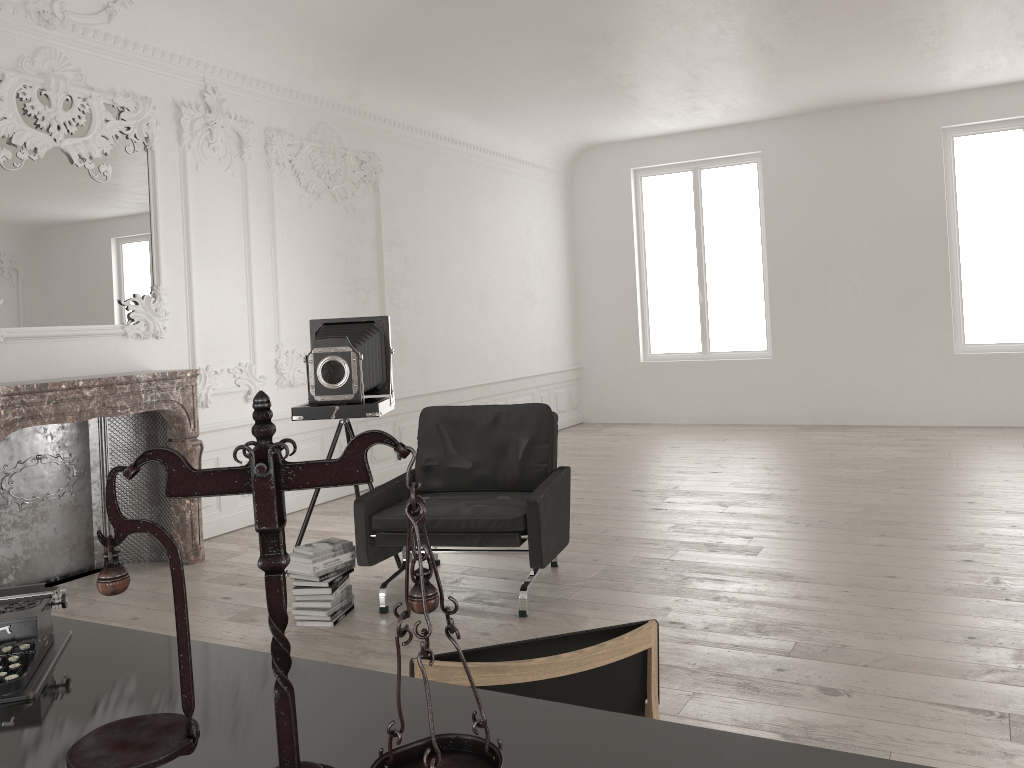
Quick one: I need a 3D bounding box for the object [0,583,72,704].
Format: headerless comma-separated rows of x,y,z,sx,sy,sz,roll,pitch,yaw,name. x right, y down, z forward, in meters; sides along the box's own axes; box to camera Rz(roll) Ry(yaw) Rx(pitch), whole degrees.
-0.975,0.442,1.481,0.384,0.110,0.317,-4,4,-17,object

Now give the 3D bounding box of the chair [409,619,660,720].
-0.011,0.905,2.137,0.631,0.770,0.781,-3,2,-17,chair

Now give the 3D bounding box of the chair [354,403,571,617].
-0.216,0.629,4.876,0.973,0.963,1.089,-3,2,13,chair

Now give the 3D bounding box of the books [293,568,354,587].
-0.952,0.972,4.476,0.198,0.025,0.278,-2,4,16,books

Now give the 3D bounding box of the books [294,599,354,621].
-0.949,1.140,4.479,0.198,0.025,0.275,-2,4,14,books

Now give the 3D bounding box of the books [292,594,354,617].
-0.954,1.115,4.477,0.198,0.025,0.281,-2,4,18,books

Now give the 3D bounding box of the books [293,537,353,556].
-0.960,0.827,4.497,0.172,0.022,0.243,1,5,42,books

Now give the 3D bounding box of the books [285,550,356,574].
-0.968,0.888,4.464,0.198,0.041,0.311,0,5,34,books

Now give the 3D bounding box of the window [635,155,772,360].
2.501,-1.621,11.651,1.722,2.581,0.071,-2,0,28,window

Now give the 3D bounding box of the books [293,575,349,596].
-0.962,1.004,4.469,0.198,0.035,0.300,-3,4,6,books

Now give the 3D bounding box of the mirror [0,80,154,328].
-2.793,-1.070,5.459,0.009,1.571,1.439,-3,1,28,mirror

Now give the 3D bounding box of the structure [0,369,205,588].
-2.617,0.592,5.236,0.658,1.247,1.549,-3,2,28,structure

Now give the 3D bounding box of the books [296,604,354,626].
-0.942,1.167,4.474,0.198,0.025,0.278,-2,4,11,books

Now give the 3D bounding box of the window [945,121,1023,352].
5.861,-1.669,9.869,1.722,2.581,0.071,-2,0,28,window

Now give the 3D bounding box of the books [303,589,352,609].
-0.945,1.089,4.496,0.172,0.022,0.243,-2,4,16,books

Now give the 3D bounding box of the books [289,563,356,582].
-0.959,0.945,4.481,0.198,0.025,0.275,-1,4,29,books

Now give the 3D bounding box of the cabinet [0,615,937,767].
-1.155,1.014,0.539,2.702,0.881,2.469,-1,4,28,cabinet

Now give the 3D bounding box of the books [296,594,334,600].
-0.960,1.039,4.491,0.193,0.030,0.253,-2,4,7,books

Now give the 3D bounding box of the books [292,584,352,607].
-0.957,1.071,4.476,0.205,0.026,0.290,-2,4,10,books

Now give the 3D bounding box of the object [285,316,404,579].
-0.994,0.353,5.405,0.711,1.522,0.655,-3,0,3,object

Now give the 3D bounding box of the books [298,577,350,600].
-0.960,1.039,4.491,0.198,0.035,0.259,-2,4,7,books

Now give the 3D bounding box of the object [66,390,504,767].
-0.276,0.253,1.042,0.513,0.491,0.168,-3,0,1,object

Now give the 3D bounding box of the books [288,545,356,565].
-0.970,0.854,4.476,0.205,0.026,0.290,0,5,36,books

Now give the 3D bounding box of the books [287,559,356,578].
-0.964,0.920,4.479,0.198,0.025,0.281,0,5,34,books
